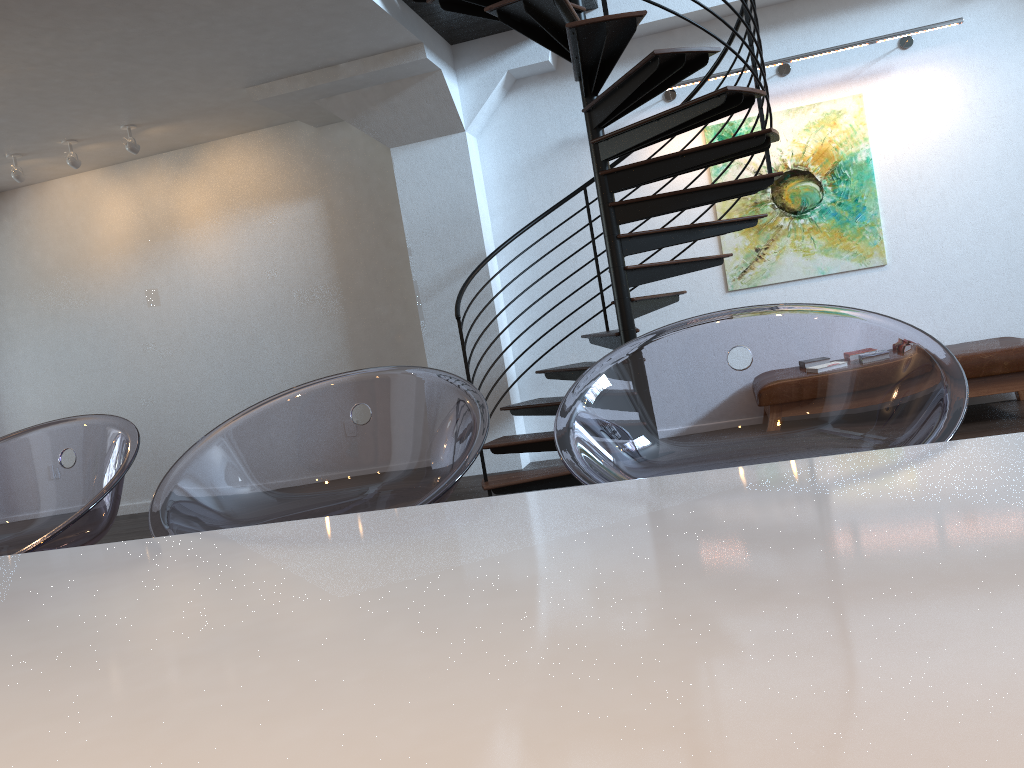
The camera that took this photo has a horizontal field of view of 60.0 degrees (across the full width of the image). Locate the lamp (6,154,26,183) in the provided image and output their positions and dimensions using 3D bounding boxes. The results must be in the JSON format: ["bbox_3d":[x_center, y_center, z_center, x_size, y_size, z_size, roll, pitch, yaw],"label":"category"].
[{"bbox_3d":[-3.799,-1.654,6.801,0.111,0.211,0.120,-13,5,-42],"label":"lamp"}]

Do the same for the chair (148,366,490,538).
[{"bbox_3d":[-0.227,0.493,1.384,0.530,1.014,0.481,-9,3,12],"label":"chair"}]

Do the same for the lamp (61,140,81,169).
[{"bbox_3d":[-3.314,-1.728,6.679,0.111,0.211,0.120,-11,4,-27],"label":"lamp"}]

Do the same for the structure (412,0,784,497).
[{"bbox_3d":[0.474,-1.544,5.158,1.998,4.352,1.998,-11,4,-25],"label":"structure"}]

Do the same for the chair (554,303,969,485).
[{"bbox_3d":[0.380,0.402,1.213,0.530,1.014,0.481,-9,3,12],"label":"chair"}]

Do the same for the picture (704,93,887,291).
[{"bbox_3d":[2.011,-1.350,6.325,1.095,1.200,0.010,-9,3,14],"label":"picture"}]

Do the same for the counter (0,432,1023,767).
[{"bbox_3d":[0.734,0.416,1.327,8.182,0.860,3.039,-10,4,-15],"label":"counter"}]

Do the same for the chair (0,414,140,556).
[{"bbox_3d":[-0.832,0.586,1.536,0.530,1.014,0.481,-9,4,16],"label":"chair"}]

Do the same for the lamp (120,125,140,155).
[{"bbox_3d":[-2.816,-1.804,6.553,0.111,0.211,0.120,-10,3,-12],"label":"lamp"}]

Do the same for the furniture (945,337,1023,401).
[{"bbox_3d":[2.552,0.045,5.862,1.819,0.453,0.907,-9,3,14],"label":"furniture"}]
